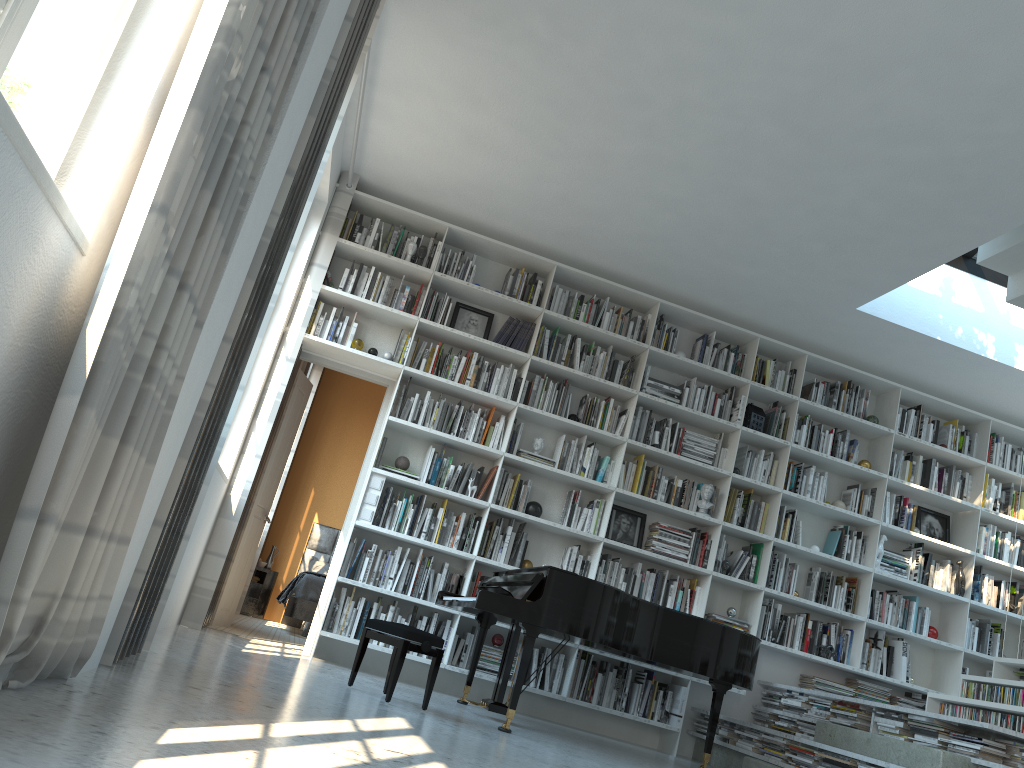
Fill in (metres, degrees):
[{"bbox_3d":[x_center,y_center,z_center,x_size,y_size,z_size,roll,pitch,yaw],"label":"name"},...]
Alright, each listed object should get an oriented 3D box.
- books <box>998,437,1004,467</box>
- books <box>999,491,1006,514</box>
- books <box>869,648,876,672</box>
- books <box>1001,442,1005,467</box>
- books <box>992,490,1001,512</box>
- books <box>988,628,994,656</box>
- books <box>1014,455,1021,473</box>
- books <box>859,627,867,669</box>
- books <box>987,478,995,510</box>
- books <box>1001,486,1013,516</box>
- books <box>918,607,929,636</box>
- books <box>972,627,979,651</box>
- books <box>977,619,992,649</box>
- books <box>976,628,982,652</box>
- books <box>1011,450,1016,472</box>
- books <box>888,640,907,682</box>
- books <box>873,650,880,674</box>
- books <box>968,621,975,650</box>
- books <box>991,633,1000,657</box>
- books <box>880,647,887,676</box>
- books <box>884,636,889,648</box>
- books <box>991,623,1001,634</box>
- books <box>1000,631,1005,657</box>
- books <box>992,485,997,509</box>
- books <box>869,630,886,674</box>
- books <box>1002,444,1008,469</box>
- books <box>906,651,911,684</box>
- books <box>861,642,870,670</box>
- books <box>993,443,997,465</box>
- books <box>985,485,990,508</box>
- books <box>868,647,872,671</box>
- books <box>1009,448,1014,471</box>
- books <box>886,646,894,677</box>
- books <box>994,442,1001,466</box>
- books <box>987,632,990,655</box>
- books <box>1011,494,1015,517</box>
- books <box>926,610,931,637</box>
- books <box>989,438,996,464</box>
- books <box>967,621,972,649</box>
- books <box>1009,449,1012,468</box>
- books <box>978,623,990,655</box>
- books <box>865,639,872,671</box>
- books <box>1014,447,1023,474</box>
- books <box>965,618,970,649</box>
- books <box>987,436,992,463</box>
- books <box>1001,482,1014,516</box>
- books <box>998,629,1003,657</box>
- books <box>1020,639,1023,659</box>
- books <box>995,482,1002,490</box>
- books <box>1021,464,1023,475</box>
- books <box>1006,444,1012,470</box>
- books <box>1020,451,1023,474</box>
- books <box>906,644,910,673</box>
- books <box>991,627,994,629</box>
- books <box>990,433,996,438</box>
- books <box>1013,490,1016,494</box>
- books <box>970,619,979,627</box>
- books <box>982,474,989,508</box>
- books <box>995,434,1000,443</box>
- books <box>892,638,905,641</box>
[{"bbox_3d":[3.969,0.594,7.318,0.012,0.305,0.185,18,-16,-9],"label":"books"},{"bbox_3d":[3.914,0.976,7.155,0.025,0.211,0.135,18,-16,-9],"label":"books"},{"bbox_3d":[2.675,2.084,6.682,0.030,0.187,0.140,18,-16,-9],"label":"books"},{"bbox_3d":[3.994,0.620,7.328,0.027,0.274,0.148,18,-16,-9],"label":"books"},{"bbox_3d":[3.837,0.953,7.118,0.024,0.193,0.190,18,-16,-9],"label":"books"},{"bbox_3d":[3.692,2.027,6.937,0.014,0.230,0.172,18,-16,-9],"label":"books"},{"bbox_3d":[4.130,0.699,7.343,0.026,0.207,0.163,18,-16,-9],"label":"books"},{"bbox_3d":[2.612,1.995,6.696,0.013,0.326,0.131,18,-16,-9],"label":"books"},{"bbox_3d":[3.778,0.897,7.110,0.026,0.262,0.189,18,-16,-9],"label":"books"},{"bbox_3d":[3.947,0.960,7.147,0.023,0.253,0.190,18,-16,-9],"label":"books"},{"bbox_3d":[3.130,1.838,6.838,0.025,0.235,0.181,18,-16,-9],"label":"books"},{"bbox_3d":[3.547,1.991,6.902,0.029,0.201,0.173,18,-16,-9],"label":"books"},{"bbox_3d":[3.687,1.993,6.950,0.013,0.296,0.141,18,-16,-9],"label":"books"},{"bbox_3d":[3.593,2.006,6.922,0.025,0.207,0.149,18,-16,-9],"label":"books"},{"bbox_3d":[4.097,0.673,7.338,0.025,0.236,0.144,18,-16,-9],"label":"books"},{"bbox_3d":[2.872,2.082,6.678,0.075,0.290,0.255,18,-16,-9],"label":"books"},{"bbox_3d":[2.702,2.092,6.679,0.024,0.184,0.149,18,-16,-9],"label":"books"},{"bbox_3d":[3.528,1.966,6.908,0.022,0.241,0.151,18,-16,-9],"label":"books"},{"bbox_3d":[3.733,2.049,6.930,0.021,0.205,0.175,18,-16,-9],"label":"books"},{"bbox_3d":[2.756,2.092,6.688,0.052,0.216,0.185,18,-16,-9],"label":"books"},{"bbox_3d":[2.791,2.067,6.726,0.010,0.303,0.132,18,-16,-9],"label":"books"},{"bbox_3d":[3.756,2.019,6.951,0.011,0.283,0.161,18,-16,-9],"label":"books"},{"bbox_3d":[3.792,2.056,6.960,0.013,0.239,0.166,18,-16,-9],"label":"books"},{"bbox_3d":[3.805,0.929,7.122,0.049,0.223,0.162,18,-16,-9],"label":"books"},{"bbox_3d":[2.740,2.029,6.699,0.014,0.332,0.169,18,-16,-9],"label":"books"},{"bbox_3d":[4.015,0.635,7.326,0.022,0.258,0.163,18,-16,-9],"label":"books"},{"bbox_3d":[2.974,2.137,6.738,0.062,0.273,0.148,18,-16,-9],"label":"books"},{"bbox_3d":[2.617,2.051,6.673,0.023,0.213,0.164,18,-16,-9],"label":"books"},{"bbox_3d":[3.900,0.607,7.289,0.022,0.228,0.175,18,-16,-9],"label":"books"},{"bbox_3d":[3.745,0.918,7.106,0.024,0.204,0.166,18,-16,-9],"label":"books"},{"bbox_3d":[2.652,2.065,6.679,0.025,0.209,0.137,18,-16,-9],"label":"books"},{"bbox_3d":[4.073,0.661,7.343,0.027,0.249,0.155,18,-16,-9],"label":"books"},{"bbox_3d":[2.806,2.099,6.703,0.031,0.239,0.172,18,-16,-9],"label":"books"},{"bbox_3d":[3.934,0.613,7.304,0.023,0.243,0.183,18,-16,-9],"label":"books"},{"bbox_3d":[3.655,2.031,6.934,0.027,0.200,0.164,18,-16,-9],"label":"books"},{"bbox_3d":[3.976,0.996,7.155,0.014,0.205,0.184,18,-16,-9],"label":"books"},{"bbox_3d":[3.153,1.851,6.842,0.027,0.222,0.170,18,-16,-9],"label":"books"},{"bbox_3d":[3.890,0.583,7.288,0.012,0.268,0.185,18,-16,-9],"label":"books"},{"bbox_3d":[3.499,1.959,6.901,0.037,0.235,0.153,18,-16,-9],"label":"books"},{"bbox_3d":[4.055,0.659,7.329,0.011,0.236,0.148,18,-16,-9],"label":"books"},{"bbox_3d":[3.629,1.990,6.907,0.027,0.248,0.184,18,-16,-9],"label":"books"},{"bbox_3d":[2.641,2.041,6.670,0.015,0.243,0.157,18,-16,-9],"label":"books"},{"bbox_3d":[4.164,0.674,7.365,0.012,0.284,0.160,18,-16,-9],"label":"books"},{"bbox_3d":[3.475,1.940,6.891,0.024,0.251,0.176,18,-16,-9],"label":"books"},{"bbox_3d":[3.878,0.574,7.301,0.013,0.285,0.151,18,-16,-9],"label":"books"},{"bbox_3d":[3.972,0.948,7.161,0.022,0.295,0.152,18,-16,-9],"label":"books"},{"bbox_3d":[3.781,2.047,6.963,0.012,0.253,0.161,18,-16,-9],"label":"books"},{"bbox_3d":[4.087,2.147,7.015,0.012,0.253,0.161,18,-16,-9],"label":"books"},{"bbox_3d":[3.865,0.931,7.145,0.023,0.263,0.158,18,-16,-9],"label":"books"},{"bbox_3d":[4.203,0.721,7.355,0.057,0.211,0.163,18,-16,-9],"label":"books"},{"bbox_3d":[4.040,0.640,7.331,0.029,0.263,0.179,18,-16,-9],"label":"books"},{"bbox_3d":[4.175,0.687,7.359,0.015,0.262,0.143,18,-16,-9],"label":"books"},{"bbox_3d":[2.937,2.116,6.724,0.025,0.286,0.160,18,-16,-9],"label":"books"},{"bbox_3d":[3.709,2.031,6.958,0.027,0.241,0.132,18,-16,-9],"label":"books"},{"bbox_3d":[3.925,0.570,7.326,0.014,0.330,0.143,18,-16,-9],"label":"books"},{"bbox_3d":[3.996,0.986,7.168,0.022,0.241,0.145,18,-16,-9],"label":"books"},{"bbox_3d":[3.576,1.973,6.932,0.024,0.266,0.133,18,-16,-9],"label":"books"},{"bbox_3d":[3.741,0.871,7.115,0.010,0.293,0.183,18,-16,-9],"label":"books"},{"bbox_3d":[3.957,0.584,7.333,0.012,0.325,0.151,18,-16,-9],"label":"books"},{"bbox_3d":[2.919,2.097,6.747,0.012,0.325,0.136,18,-16,-9],"label":"books"}]
